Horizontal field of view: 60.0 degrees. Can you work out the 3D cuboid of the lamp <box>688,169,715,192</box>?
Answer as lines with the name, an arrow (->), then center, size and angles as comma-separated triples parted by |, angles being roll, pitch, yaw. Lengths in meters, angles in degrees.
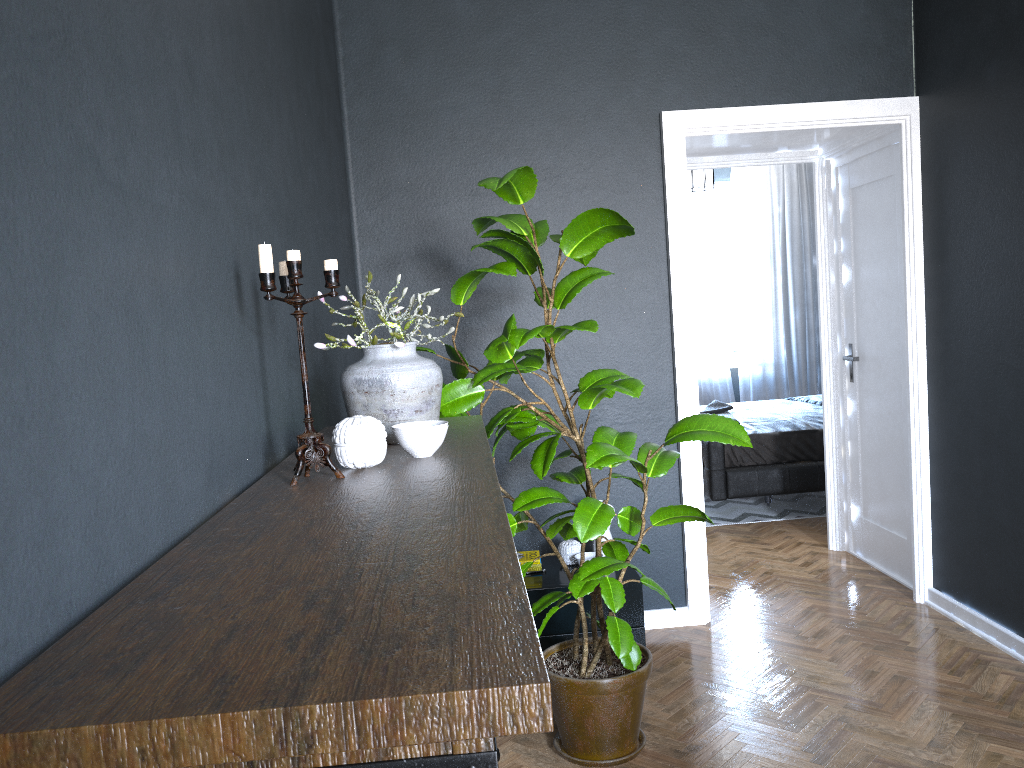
lamp -> 1.272, -1.730, 6.116 | 0.210, 0.770, 0.209 | -3, 5, 10

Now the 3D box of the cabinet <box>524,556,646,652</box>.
cabinet -> 0.186, 0.967, 3.698 | 0.650, 0.391, 0.455 | -4, 5, -3

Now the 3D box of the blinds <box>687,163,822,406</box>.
blinds -> 1.196, -0.685, 8.560 | 3.992, 2.793, 0.312 | -4, 5, -3

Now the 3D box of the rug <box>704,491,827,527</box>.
rug -> 1.816, 0.812, 6.817 | 1.458, 0.013, 2.042 | -4, 4, -3

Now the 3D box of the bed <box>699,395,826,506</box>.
bed -> 2.284, 0.194, 6.825 | 2.375, 1.163, 2.262 | -4, 4, -3

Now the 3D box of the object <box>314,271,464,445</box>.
object -> -0.295, -0.069, 2.118 | 0.385, 0.413, 0.275 | -6, 5, -25

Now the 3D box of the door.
door -> 1.875, -0.120, 4.495 | 0.162, 2.190, 0.855 | -4, 5, -3

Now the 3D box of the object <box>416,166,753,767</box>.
object -> 0.114, 0.279, 2.909 | 1.118, 1.901, 0.763 | -5, 5, -9

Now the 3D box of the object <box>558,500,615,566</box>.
object -> 0.290, 0.628, 3.708 | 0.228, 0.268, 0.228 | -1, 6, 30

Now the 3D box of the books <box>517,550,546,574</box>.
books -> 0.026, 0.750, 3.702 | 0.214, 0.066, 0.162 | -5, 4, -8

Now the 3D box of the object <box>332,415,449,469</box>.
object -> -0.244, 0.106, 1.799 | 0.255, 0.104, 0.118 | -8, 6, -38

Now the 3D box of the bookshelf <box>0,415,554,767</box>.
bookshelf -> -0.212, 0.757, 1.661 | 0.451, 1.174, 1.916 | -4, 5, -3

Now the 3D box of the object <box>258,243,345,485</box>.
object -> -0.394, -0.038, 1.621 | 0.145, 0.438, 0.129 | -1, 6, 33
